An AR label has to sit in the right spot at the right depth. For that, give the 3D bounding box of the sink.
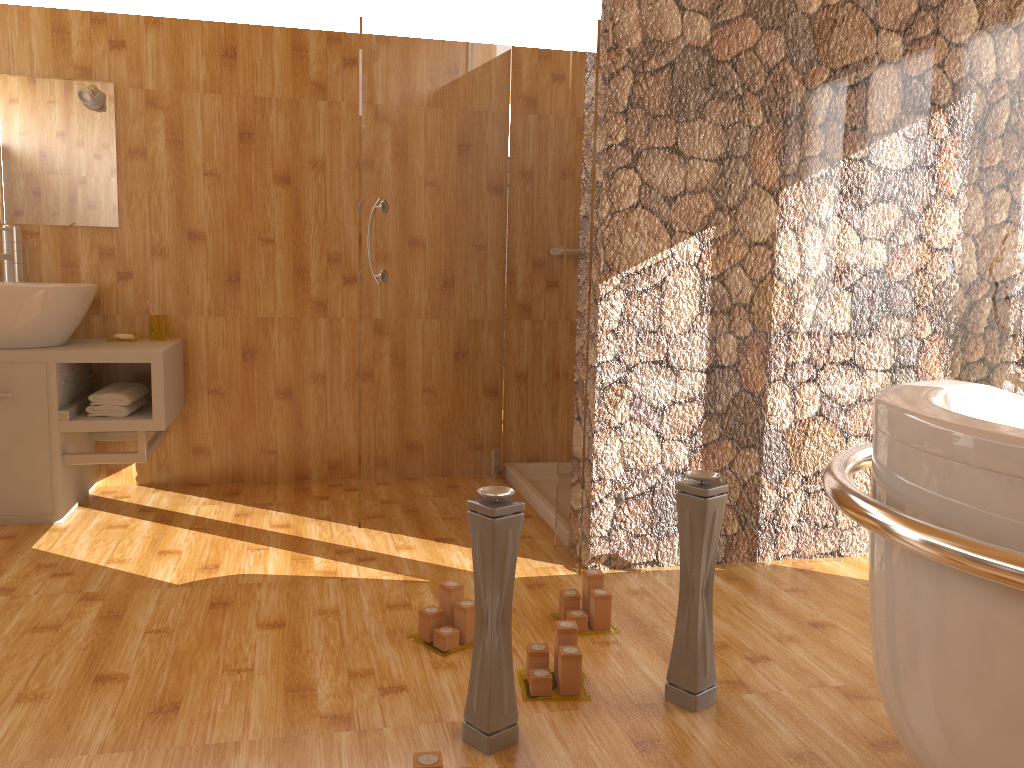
[{"bbox_3d":[-1.751,-0.339,2.997,0.634,0.409,0.533,0,8,-13],"label":"sink"}]

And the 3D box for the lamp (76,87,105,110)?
[{"bbox_3d":[-1.508,-1.028,3.164,0.080,0.080,0.124,0,8,-13],"label":"lamp"}]

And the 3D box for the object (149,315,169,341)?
[{"bbox_3d":[-1.320,-0.210,3.318,0.060,0.093,0.060,0,8,-13],"label":"object"}]

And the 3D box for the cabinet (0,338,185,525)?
[{"bbox_3d":[-1.767,0.146,3.067,1.136,0.570,0.517,0,8,-13],"label":"cabinet"}]

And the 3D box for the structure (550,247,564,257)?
[{"bbox_3d":[0.547,-0.486,3.269,0.587,0.043,1.001,0,8,-13],"label":"structure"}]

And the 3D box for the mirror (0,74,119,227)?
[{"bbox_3d":[-1.798,-0.841,3.189,0.698,0.523,0.005,0,8,-13],"label":"mirror"}]

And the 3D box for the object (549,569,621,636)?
[{"bbox_3d":[0.181,0.532,2.198,0.141,0.131,0.141,0,8,-14],"label":"object"}]

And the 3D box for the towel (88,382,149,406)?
[{"bbox_3d":[-1.366,0.034,3.084,0.140,0.048,0.225,0,8,-8],"label":"towel"}]

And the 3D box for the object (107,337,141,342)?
[{"bbox_3d":[-1.431,-0.165,3.270,0.100,0.010,0.100,0,8,-13],"label":"object"}]

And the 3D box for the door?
[{"bbox_3d":[-0.274,-0.652,3.182,0.077,2.147,0.983,5,8,27],"label":"door"}]

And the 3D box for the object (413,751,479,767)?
[{"bbox_3d":[-0.096,0.638,1.348,0.141,0.131,0.141,0,8,-9],"label":"object"}]

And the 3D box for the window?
[{"bbox_3d":[-1.067,-0.720,3.535,3.964,2.164,0.010,0,8,-13],"label":"window"}]

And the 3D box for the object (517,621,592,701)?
[{"bbox_3d":[0.088,0.573,1.869,0.141,0.131,0.141,1,8,-5],"label":"object"}]

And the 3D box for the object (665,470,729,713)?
[{"bbox_3d":[0.373,0.415,1.795,0.080,0.478,0.080,-5,10,-41],"label":"object"}]

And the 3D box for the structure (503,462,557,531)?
[{"bbox_3d":[0.536,0.424,3.392,0.955,0.050,1.000,0,8,-13],"label":"structure"}]

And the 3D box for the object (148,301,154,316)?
[{"bbox_3d":[-1.333,-0.245,3.295,0.012,0.132,0.063,4,8,16],"label":"object"}]

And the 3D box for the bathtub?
[{"bbox_3d":[1.430,0.286,1.346,1.946,0.900,0.977,0,8,-10],"label":"bathtub"}]

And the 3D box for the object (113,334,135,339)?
[{"bbox_3d":[-1.431,-0.174,3.271,0.050,0.023,0.075,4,8,22],"label":"object"}]

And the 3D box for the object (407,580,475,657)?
[{"bbox_3d":[-0.148,0.539,2.084,0.141,0.131,0.141,-5,10,-41],"label":"object"}]

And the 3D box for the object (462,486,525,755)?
[{"bbox_3d":[0.408,-0.410,2.531,0.347,1.921,2.276,6,9,29],"label":"object"}]

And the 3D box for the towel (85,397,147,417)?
[{"bbox_3d":[-1.372,0.073,3.079,0.140,0.048,0.225,0,8,-8],"label":"towel"}]
